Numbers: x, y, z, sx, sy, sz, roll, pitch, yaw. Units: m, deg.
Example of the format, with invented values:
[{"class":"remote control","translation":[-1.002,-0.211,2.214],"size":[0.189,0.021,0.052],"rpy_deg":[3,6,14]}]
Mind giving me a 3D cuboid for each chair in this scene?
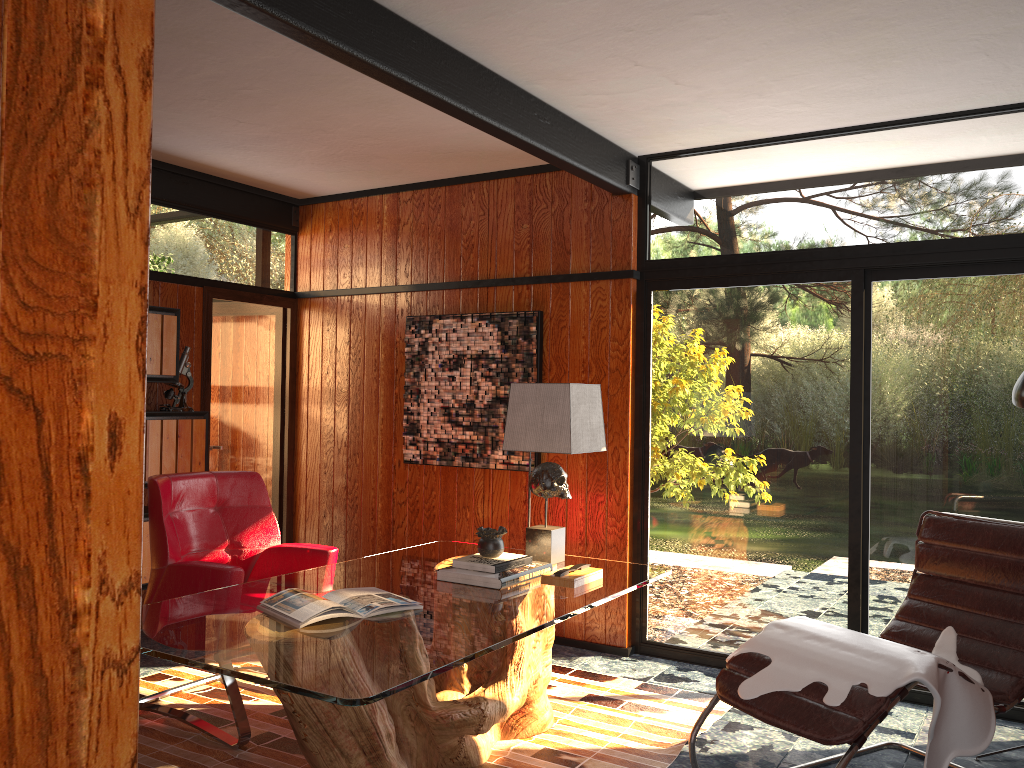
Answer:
[{"class":"chair","translation":[1.272,0.931,2.987],"size":[1.298,0.886,0.593],"rpy_deg":[2,-1,-31]},{"class":"chair","translation":[-1.162,0.866,3.689],"size":[0.839,0.956,0.621],"rpy_deg":[0,-1,32]}]

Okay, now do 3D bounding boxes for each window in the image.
[{"class":"window","translation":[1.613,0.108,4.046],"size":[2.260,2.580,0.085],"rpy_deg":[0,-1,32]}]

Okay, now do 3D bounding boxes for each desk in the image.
[{"class":"desk","translation":[-0.334,1.028,3.042],"size":[1.150,0.632,1.900],"rpy_deg":[0,-1,32]}]

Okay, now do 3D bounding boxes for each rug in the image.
[{"class":"rug","translation":[-0.664,1.338,3.460],"size":[2.410,0.042,2.439],"rpy_deg":[0,-1,32]}]

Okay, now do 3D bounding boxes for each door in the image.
[{"class":"door","translation":[-1.923,0.413,5.652],"size":[0.734,1.955,0.751],"rpy_deg":[0,-1,32]}]

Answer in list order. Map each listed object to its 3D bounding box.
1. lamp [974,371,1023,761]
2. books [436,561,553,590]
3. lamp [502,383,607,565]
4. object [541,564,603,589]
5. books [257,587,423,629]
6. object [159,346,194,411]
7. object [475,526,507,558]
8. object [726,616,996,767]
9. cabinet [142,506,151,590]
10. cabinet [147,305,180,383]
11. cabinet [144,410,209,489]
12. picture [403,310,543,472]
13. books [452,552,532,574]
[{"class":"lamp","translation":[1.965,0.634,3.256],"size":[0.410,1.514,0.595],"rpy_deg":[0,-1,41]},{"class":"books","translation":[-0.061,0.702,3.317],"size":[0.286,0.040,0.366],"rpy_deg":[0,-1,32]},{"class":"lamp","translation":[0.175,0.365,3.639],"size":[0.316,0.732,0.316],"rpy_deg":[0,-1,32]},{"class":"object","translation":[0.224,0.701,3.270],"size":[0.135,0.049,0.238],"rpy_deg":[0,-1,32]},{"class":"books","translation":[-0.539,0.681,2.786],"size":[0.422,0.049,0.300],"rpy_deg":[2,-1,-39]},{"class":"object","translation":[-1.802,-0.031,4.779],"size":[0.181,0.354,0.142],"rpy_deg":[1,-1,-22]},{"class":"object","translation":[-0.079,0.596,3.347],"size":[0.118,0.114,0.121],"rpy_deg":[1,-1,26]},{"class":"object","translation":[1.169,1.063,2.894],"size":[0.897,0.489,0.713],"rpy_deg":[1,-1,0]},{"class":"cabinet","translation":[-2.321,0.835,4.022],"size":[0.321,0.390,1.653],"rpy_deg":[0,-1,32]},{"class":"cabinet","translation":[-2.303,-0.220,4.039],"size":[0.321,0.390,1.653],"rpy_deg":[0,-1,32]},{"class":"cabinet","translation":[-2.208,0.325,4.200],"size":[0.321,0.390,1.653],"rpy_deg":[0,-1,32]},{"class":"picture","translation":[-0.242,0.037,5.015],"size":[0.916,0.873,0.061],"rpy_deg":[0,-1,32]},{"class":"books","translation":[-0.073,0.667,3.330],"size":[0.198,0.029,0.249],"rpy_deg":[0,-1,34]}]
